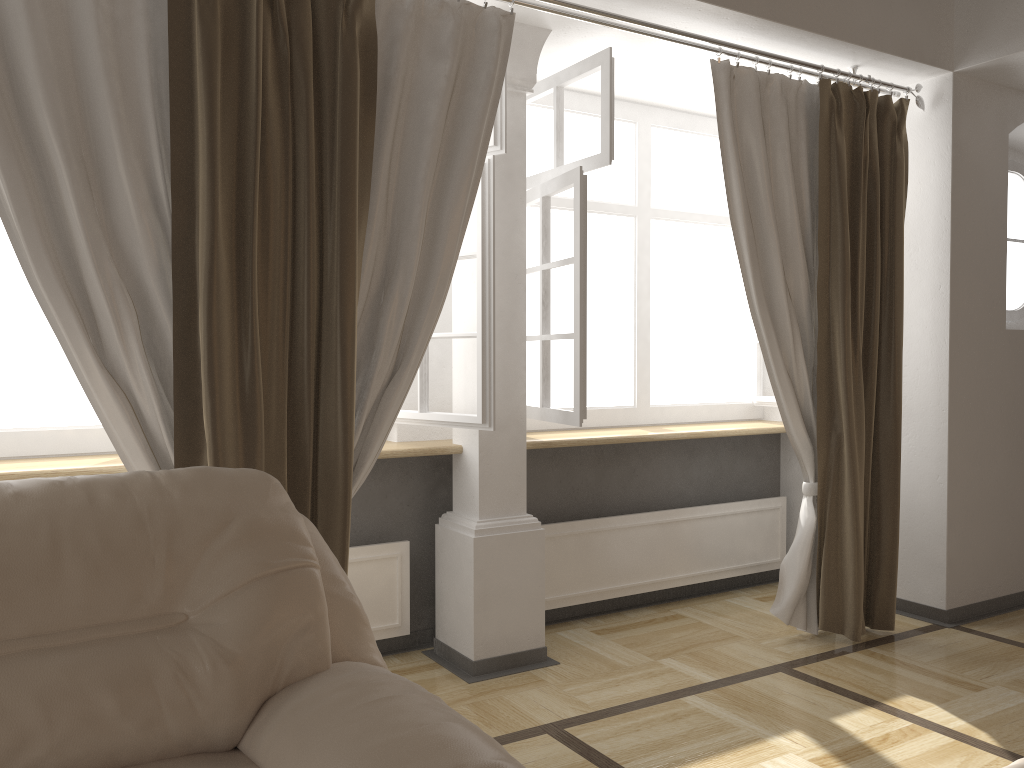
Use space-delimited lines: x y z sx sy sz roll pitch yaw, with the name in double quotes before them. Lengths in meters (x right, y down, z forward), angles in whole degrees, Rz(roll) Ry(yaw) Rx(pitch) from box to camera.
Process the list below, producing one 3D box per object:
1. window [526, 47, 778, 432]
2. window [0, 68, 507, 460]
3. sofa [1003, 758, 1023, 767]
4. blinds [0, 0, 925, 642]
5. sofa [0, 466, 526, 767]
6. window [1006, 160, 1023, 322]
"window" 0.747 -0.543 3.858 1.653 1.500 0.782 -1 2 -31
"window" -0.959 -0.511 2.837 1.759 1.500 0.784 -1 2 -32
"sofa" 1.175 0.644 0.864 1.052 0.900 1.318 -1 2 -31
"blinds" -0.729 -0.099 2.302 5.765 2.294 0.285 -1 2 -31
"sofa" -1.062 0.639 1.142 2.135 0.900 1.051 -1 2 -31
"window" 2.388 -0.694 4.313 0.600 0.784 0.050 -1 2 -31
